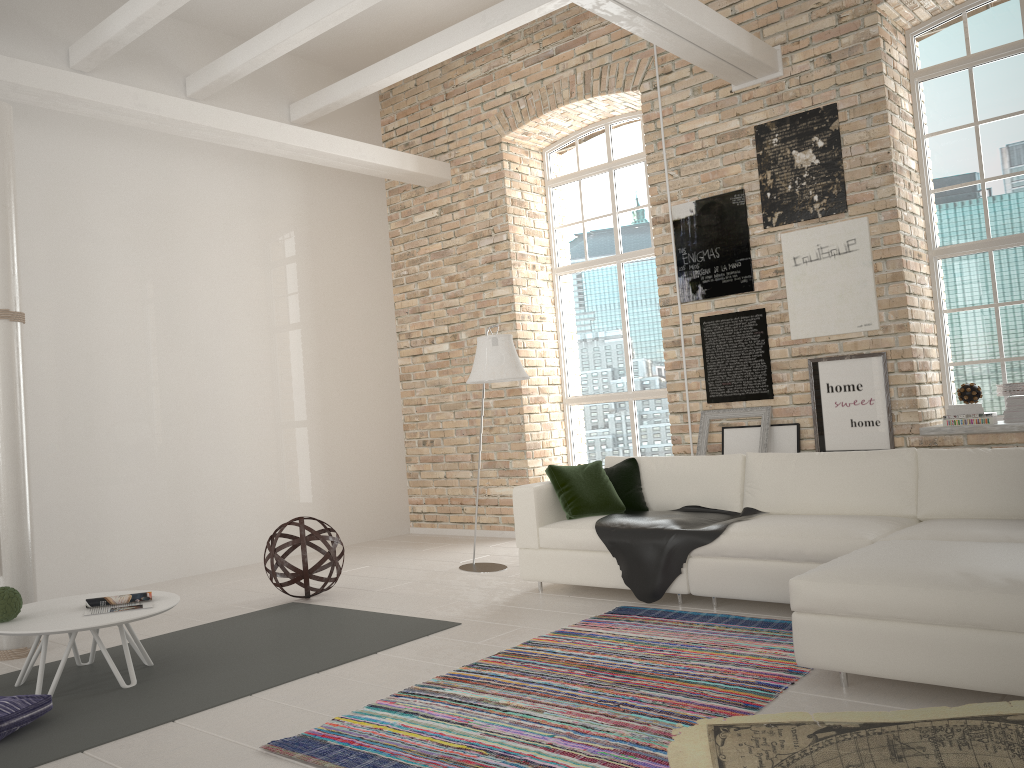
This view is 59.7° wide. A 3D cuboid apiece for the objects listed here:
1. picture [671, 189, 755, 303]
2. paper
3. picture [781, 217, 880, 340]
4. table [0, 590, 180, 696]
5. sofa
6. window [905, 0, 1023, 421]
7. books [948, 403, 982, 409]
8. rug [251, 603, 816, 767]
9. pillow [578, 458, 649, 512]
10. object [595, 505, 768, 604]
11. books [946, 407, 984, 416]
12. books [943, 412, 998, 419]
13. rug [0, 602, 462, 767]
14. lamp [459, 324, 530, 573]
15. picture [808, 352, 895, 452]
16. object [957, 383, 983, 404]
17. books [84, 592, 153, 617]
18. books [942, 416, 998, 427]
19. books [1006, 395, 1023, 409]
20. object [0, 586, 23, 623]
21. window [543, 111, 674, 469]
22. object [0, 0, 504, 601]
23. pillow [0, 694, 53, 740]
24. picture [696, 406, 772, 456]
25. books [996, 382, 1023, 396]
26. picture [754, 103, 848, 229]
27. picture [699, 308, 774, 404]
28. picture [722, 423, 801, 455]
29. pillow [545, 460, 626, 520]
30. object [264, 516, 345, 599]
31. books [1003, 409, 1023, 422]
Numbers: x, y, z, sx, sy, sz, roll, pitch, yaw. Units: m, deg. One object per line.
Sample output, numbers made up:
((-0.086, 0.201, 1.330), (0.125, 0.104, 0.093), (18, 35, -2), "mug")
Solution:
((1.551, -1.060, 6.918), (0.632, 0.786, 0.034), (-7, -4, 41), "picture")
((1.123, 0.967, 1.925), (1.496, 0.265, 1.040), (-4, -2, 7), "paper")
((2.243, -0.735, 6.311), (0.631, 0.785, 0.034), (-7, -4, 41), "picture")
((-2.044, 1.249, 4.265), (0.854, 0.342, 0.967), (-3, -3, -35), "table")
((1.330, 0.810, 4.533), (3.506, 0.842, 2.024), (-6, -3, 41), "sofa")
((0.166, -1.170, 1.996), (1.531, 2.990, 10.656), (-7, -4, 40), "window")
((2.985, 0.145, 5.872), (0.196, 0.030, 0.165), (-5, -3, 30), "books")
((0.370, 1.225, 3.666), (1.506, 0.008, 2.498), (-6, -3, 39), "rug")
((0.662, 0.684, 5.917), (0.411, 0.365, 0.314), (-4, -3, -2), "pillow")
((1.000, 0.991, 5.258), (0.957, 0.464, 0.723), (-6, -3, 39), "object")
((2.982, 0.180, 5.875), (0.215, 0.041, 0.183), (-5, -3, 27), "books")
((3.003, 0.208, 5.842), (0.290, 0.024, 0.204), (-6, -3, 38), "books")
((-1.655, 1.397, 4.398), (1.538, 0.042, 2.530), (-6, -3, 39), "rug")
((-0.151, 0.483, 6.521), (0.435, 1.776, 1.035), (-4, -3, -18), "lamp")
((2.363, 0.176, 6.222), (0.555, 0.757, 0.011), (-7, -4, 41), "picture")
((3.027, 0.063, 5.896), (0.137, 0.137, 0.148), (-3, -3, -22), "object")
((-1.889, 1.043, 4.288), (0.293, 0.048, 0.388), (-3, -2, -20), "books")
((3.003, 0.244, 5.842), (0.295, 0.048, 0.204), (-6, -3, 38), "books")
((3.405, 0.111, 5.863), (0.254, 0.088, 0.296), (-6, -3, 35), "books")
((-2.338, 1.015, 4.101), (0.168, 0.164, 0.157), (-5, -3, 17), "object")
((-2.391, -0.562, 4.244), (1.531, 3.658, 10.656), (-7, -4, 40), "window")
((-0.164, -1.177, 2.321), (10.839, 4.802, 11.046), (-6, -3, 41), "object")
((-2.075, 1.339, 3.545), (0.369, 0.164, 0.340), (-5, -2, 17), "pillow")
((1.648, 0.478, 6.691), (0.582, 0.583, 0.264), (-7, -4, 41), "picture")
((3.387, 0.027, 5.869), (0.320, 0.085, 0.217), (-5, -2, 22), "books")
((2.085, -1.566, 6.459), (0.629, 0.784, 0.034), (-7, -4, 41), "picture")
((1.715, -0.206, 6.807), (0.546, 0.681, 0.060), (-7, -4, 41), "picture")
((1.839, 0.591, 6.609), (0.615, 0.569, 0.137), (-7, -4, 41), "picture")
((0.467, 0.677, 5.740), (0.397, 0.344, 0.319), (-3, -3, -23), "pillow")
((-1.400, 1.169, 6.018), (0.560, 0.543, 0.522), (-5, -3, 17), "object")
((3.410, 0.193, 5.858), (0.295, 0.088, 0.254), (-2, -3, -44), "books")
